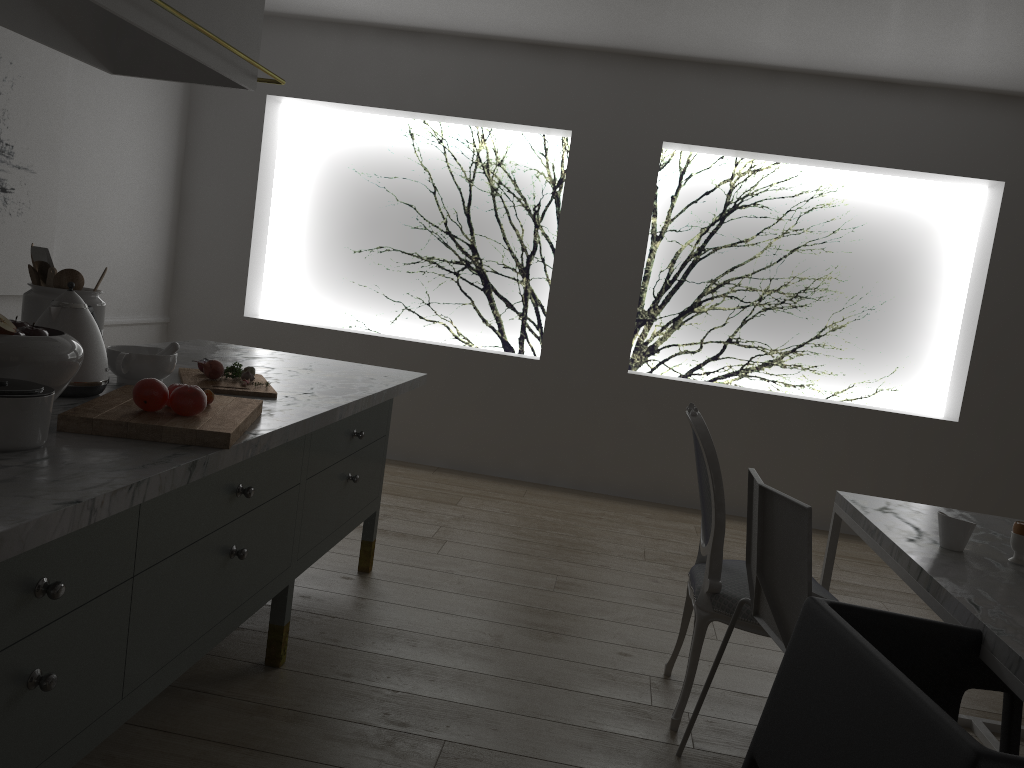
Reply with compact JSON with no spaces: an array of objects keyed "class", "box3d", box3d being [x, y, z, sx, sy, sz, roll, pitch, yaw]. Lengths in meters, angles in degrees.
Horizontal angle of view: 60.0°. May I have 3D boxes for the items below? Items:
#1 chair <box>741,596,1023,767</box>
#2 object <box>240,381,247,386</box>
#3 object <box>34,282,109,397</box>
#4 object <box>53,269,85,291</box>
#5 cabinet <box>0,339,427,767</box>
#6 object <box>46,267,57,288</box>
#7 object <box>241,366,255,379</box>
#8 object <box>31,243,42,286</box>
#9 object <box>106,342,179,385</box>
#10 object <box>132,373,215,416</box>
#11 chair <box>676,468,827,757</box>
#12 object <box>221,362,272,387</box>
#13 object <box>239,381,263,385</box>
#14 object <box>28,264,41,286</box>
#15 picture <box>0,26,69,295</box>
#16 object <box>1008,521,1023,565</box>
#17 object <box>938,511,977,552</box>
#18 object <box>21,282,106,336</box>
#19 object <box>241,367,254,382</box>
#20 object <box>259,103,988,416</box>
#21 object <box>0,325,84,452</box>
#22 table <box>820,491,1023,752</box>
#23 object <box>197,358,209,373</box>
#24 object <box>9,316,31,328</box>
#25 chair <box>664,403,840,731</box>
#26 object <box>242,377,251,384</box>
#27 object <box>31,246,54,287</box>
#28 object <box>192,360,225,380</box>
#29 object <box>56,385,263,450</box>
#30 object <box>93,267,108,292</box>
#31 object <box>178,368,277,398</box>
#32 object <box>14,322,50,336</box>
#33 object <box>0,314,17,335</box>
[{"class":"chair","box3d":[0.708,0.740,1.410,0.609,0.597,0.569,8,6,-4]},{"class":"object","box3d":[-0.680,-0.001,2.246,0.015,0.010,0.028,6,7,-19]},{"class":"object","box3d":[-0.934,-0.099,1.888,0.178,0.236,0.204,14,9,43]},{"class":"object","box3d":[-1.027,-0.144,2.060,0.061,0.251,0.117,6,6,-14]},{"class":"cabinet","box3d":[-0.929,0.363,2.109,0.870,0.721,2.360,9,6,6]},{"class":"object","box3d":[-1.074,-0.148,2.048,0.033,0.250,0.118,2,9,-43]},{"class":"object","box3d":[-0.701,-0.029,2.359,0.037,0.036,0.035,7,6,-6]},{"class":"object","box3d":[-1.100,-0.177,2.076,0.131,0.296,0.056,11,7,26]},{"class":"object","box3d":[-0.892,-0.057,2.140,0.159,0.110,0.172,3,8,-38]},{"class":"object","box3d":[-0.647,0.010,1.734,0.135,0.079,0.194,7,6,-5]},{"class":"chair","box3d":[0.678,0.603,1.920,0.439,0.745,0.470,8,6,-4]},{"class":"object","box3d":[-0.704,-0.020,2.303,0.224,0.058,0.116,14,8,42]},{"class":"object","box3d":[-0.674,-0.005,2.300,0.059,0.008,0.043,2,8,-41]},{"class":"object","box3d":[-1.099,-0.154,2.071,0.050,0.247,0.114,9,6,11]},{"class":"picture","box3d":[-2.126,-0.981,3.196,0.039,1.315,1.545,9,6,6]},{"class":"object","box3d":[1.232,0.382,2.143,0.050,0.101,0.050,9,6,13]},{"class":"object","box3d":[1.101,0.366,2.230,0.089,0.085,0.138,8,6,2]},{"class":"object","box3d":[-1.056,-0.124,2.082,0.174,0.208,0.174,11,7,24]},{"class":"object","box3d":[-0.691,-0.025,2.321,0.034,0.037,0.033,6,7,-16]},{"class":"object","box3d":[1.277,0.815,5.301,10.834,8.324,0.001,9,6,6]},{"class":"object","box3d":[-0.938,-0.013,1.478,0.364,0.156,0.491,6,7,-17]},{"class":"table","box3d":[1.296,0.769,1.894,0.870,0.583,1.781,9,6,6]},{"class":"object","box3d":[-0.811,-0.046,2.364,0.049,0.039,0.057,8,6,3]},{"class":"object","box3d":[-0.958,-0.104,1.618,0.071,0.091,0.167,12,7,32]},{"class":"chair","box3d":[0.661,0.497,2.400,0.505,0.833,0.480,8,6,4]},{"class":"object","box3d":[-0.682,-0.009,2.283,0.013,0.017,0.030,10,7,15]},{"class":"object","box3d":[-1.056,-0.169,2.069,0.064,0.290,0.141,10,7,20]},{"class":"object","box3d":[-0.778,-0.038,2.269,0.090,0.051,0.050,4,7,-30]},{"class":"object","box3d":[-0.668,0.059,1.745,0.290,0.030,0.400,7,6,-8]},{"class":"object","box3d":[-1.004,-0.147,2.071,0.054,0.262,0.149,10,7,21]},{"class":"object","box3d":[-0.744,-0.005,2.305,0.220,0.012,0.330,5,7,-23]},{"class":"object","box3d":[-0.916,-0.082,1.582,0.135,0.074,0.154,8,6,2]},{"class":"object","box3d":[-0.879,-0.103,1.519,0.054,0.048,0.061,4,7,-30]}]
